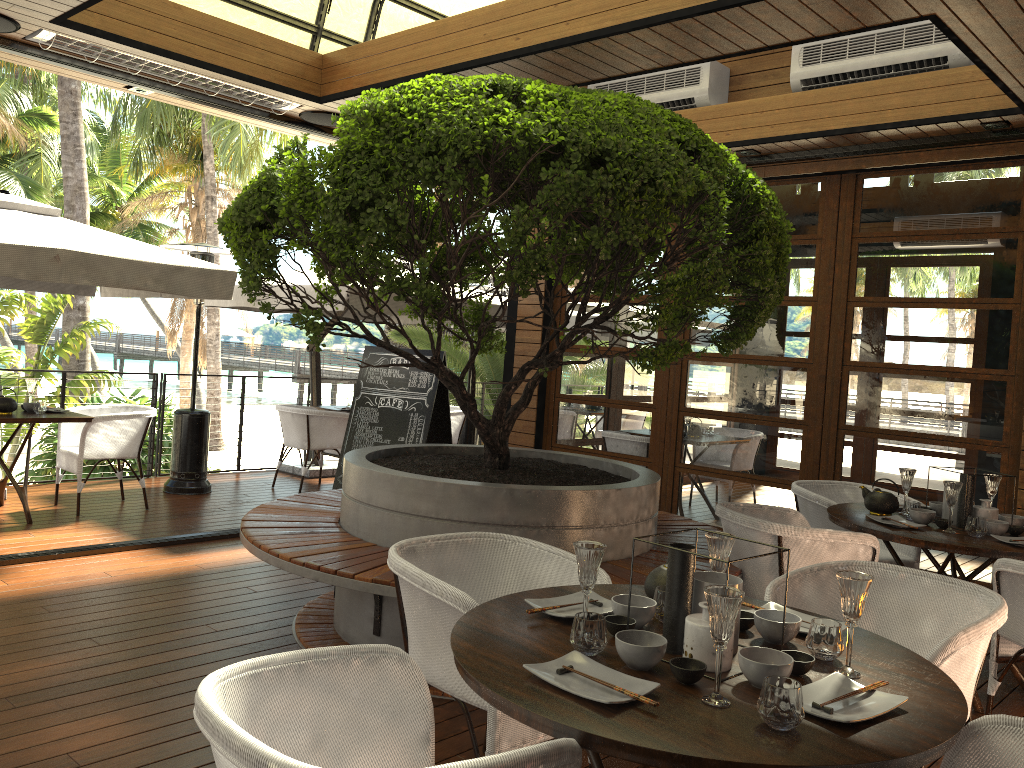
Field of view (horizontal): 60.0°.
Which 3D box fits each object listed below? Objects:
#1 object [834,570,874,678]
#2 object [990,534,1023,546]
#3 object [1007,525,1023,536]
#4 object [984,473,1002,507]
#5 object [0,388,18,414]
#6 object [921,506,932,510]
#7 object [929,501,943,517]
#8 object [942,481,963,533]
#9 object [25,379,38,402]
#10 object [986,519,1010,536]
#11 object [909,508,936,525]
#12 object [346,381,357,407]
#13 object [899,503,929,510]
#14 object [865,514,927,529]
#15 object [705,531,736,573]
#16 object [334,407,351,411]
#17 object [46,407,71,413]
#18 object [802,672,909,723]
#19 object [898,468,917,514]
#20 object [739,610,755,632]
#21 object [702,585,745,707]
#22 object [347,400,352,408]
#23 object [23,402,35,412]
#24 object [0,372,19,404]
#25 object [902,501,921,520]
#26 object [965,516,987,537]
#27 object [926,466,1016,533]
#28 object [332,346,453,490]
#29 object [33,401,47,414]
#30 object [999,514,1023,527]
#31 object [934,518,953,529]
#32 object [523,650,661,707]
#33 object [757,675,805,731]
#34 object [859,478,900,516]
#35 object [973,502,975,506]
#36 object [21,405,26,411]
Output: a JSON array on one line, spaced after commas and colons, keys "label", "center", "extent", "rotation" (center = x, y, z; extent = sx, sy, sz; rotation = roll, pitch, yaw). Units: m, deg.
[{"label": "object", "center": [0.772, 0.546, 2.018], "extent": [0.082, 0.227, 0.082], "rotation": [3, 2, -38]}, {"label": "object", "center": [2.254, 0.683, 3.837], "extent": [0.294, 0.025, 0.170], "rotation": [3, 2, -12]}, {"label": "object", "center": [2.292, 0.670, 4.041], "extent": [0.080, 0.042, 0.080], "rotation": [3, 2, -14]}, {"label": "object", "center": [2.398, 0.566, 4.436], "extent": [0.082, 0.227, 0.082], "rotation": [4, 1, -7]}, {"label": "object", "center": [-3.578, 0.116, 6.252], "extent": [0.163, 0.179, 0.168], "rotation": [5, 2, 44]}, {"label": "object", "center": [2.059, 0.639, 4.439], "extent": [0.080, 0.042, 0.080], "rotation": [3, 2, -14]}, {"label": "object", "center": [2.160, 0.633, 4.460], "extent": [0.116, 0.065, 0.116], "rotation": [3, 2, -37]}, {"label": "object", "center": [1.980, 0.554, 3.997], "extent": [0.082, 0.227, 0.082], "rotation": [4, 1, -7]}, {"label": "object", "center": [-3.578, 0.076, 6.591], "extent": [0.082, 0.227, 0.082], "rotation": [5, 2, 43]}, {"label": "object", "center": [2.178, 0.652, 4.004], "extent": [0.116, 0.065, 0.116], "rotation": [3, 2, -37]}, {"label": "object", "center": [1.934, 0.628, 4.182], "extent": [0.116, 0.065, 0.116], "rotation": [4, 2, 13]}, {"label": "object", "center": [-1.512, 0.114, 8.946], "extent": [0.263, 0.264, 0.263], "rotation": [4, 2, -2]}, {"label": "object", "center": [2.055, 0.641, 4.611], "extent": [0.294, 0.025, 0.170], "rotation": [3, 2, -12]}, {"label": "object", "center": [1.782, 0.642, 4.092], "extent": [0.170, 0.025, 0.295], "rotation": [4, 2, -8]}, {"label": "object", "center": [0.553, 0.518, 2.384], "extent": [0.082, 0.227, 0.082], "rotation": [5, 1, 35]}, {"label": "object", "center": [-1.558, 0.246, 8.529], "extent": [0.295, 0.025, 0.170], "rotation": [6, 3, 42]}, {"label": "object", "center": [-3.422, 0.191, 6.597], "extent": [0.295, 0.025, 0.170], "rotation": [6, 3, 42]}, {"label": "object", "center": [0.698, 0.652, 1.843], "extent": [0.294, 0.025, 0.170], "rotation": [2, 3, -39]}, {"label": "object", "center": [1.972, 0.537, 4.436], "extent": [0.082, 0.227, 0.082], "rotation": [3, 1, -23]}, {"label": "object", "center": [0.595, 0.619, 2.305], "extent": [0.080, 0.042, 0.080], "rotation": [4, 2, 8]}, {"label": "object", "center": [0.422, 0.531, 1.798], "extent": [0.082, 0.227, 0.082], "rotation": [3, 2, -43]}, {"label": "object", "center": [-1.580, 0.205, 8.736], "extent": [0.086, 0.086, 0.086], "rotation": [2, 2, -43]}, {"label": "object", "center": [-3.492, 0.172, 6.449], "extent": [0.116, 0.065, 0.116], "rotation": [6, 3, 41]}, {"label": "object", "center": [-3.795, 0.052, 6.457], "extent": [0.263, 0.264, 0.263], "rotation": [4, 2, -2]}, {"label": "object", "center": [1.938, 0.613, 4.296], "extent": [0.086, 0.086, 0.086], "rotation": [5, 2, 42]}, {"label": "object", "center": [2.065, 0.635, 3.944], "extent": [0.086, 0.086, 0.086], "rotation": [5, 2, 37]}, {"label": "object", "center": [2.171, 0.545, 4.209], "extent": [0.263, 0.264, 0.263], "rotation": [4, 2, -12]}, {"label": "object", "center": [-0.917, 0.406, 7.187], "extent": [0.769, 1.396, 0.771], "rotation": [5, 1, 27]}, {"label": "object", "center": [-3.399, 0.170, 6.386], "extent": [0.086, 0.086, 0.086], "rotation": [2, 2, -43]}, {"label": "object", "center": [2.366, 0.658, 4.195], "extent": [0.116, 0.065, 0.116], "rotation": [4, 2, 13]}, {"label": "object", "center": [1.991, 0.647, 4.093], "extent": [0.080, 0.042, 0.080], "rotation": [5, 2, 21]}, {"label": "object", "center": [0.181, 0.618, 1.826], "extent": [0.170, 0.025, 0.295], "rotation": [2, 3, -44]}, {"label": "object", "center": [0.516, 0.614, 1.701], "extent": [0.086, 0.086, 0.086], "rotation": [4, 2, 11]}, {"label": "object", "center": [1.838, 0.556, 4.407], "extent": [0.163, 0.179, 0.168], "rotation": [4, 2, -9]}, {"label": "object", "center": [2.293, 0.631, 4.478], "extent": [0.086, 0.086, 0.086], "rotation": [5, 2, 37]}, {"label": "object", "center": [-3.567, 0.176, 6.516], "extent": [0.080, 0.042, 0.080], "rotation": [4, 2, 4]}]
